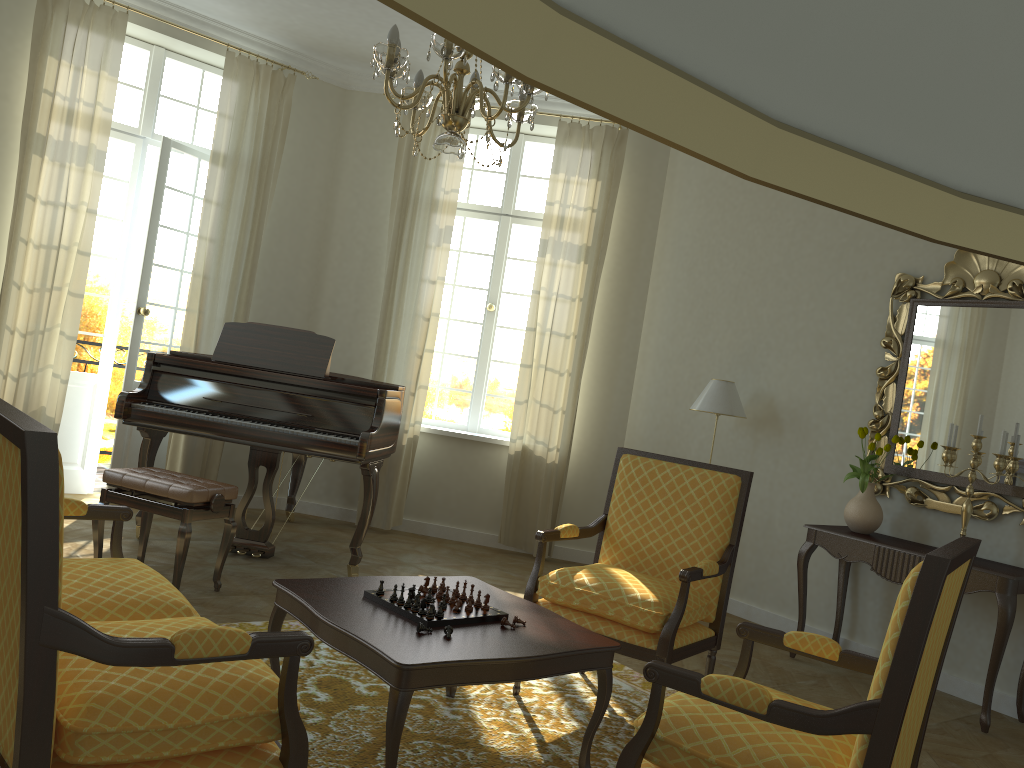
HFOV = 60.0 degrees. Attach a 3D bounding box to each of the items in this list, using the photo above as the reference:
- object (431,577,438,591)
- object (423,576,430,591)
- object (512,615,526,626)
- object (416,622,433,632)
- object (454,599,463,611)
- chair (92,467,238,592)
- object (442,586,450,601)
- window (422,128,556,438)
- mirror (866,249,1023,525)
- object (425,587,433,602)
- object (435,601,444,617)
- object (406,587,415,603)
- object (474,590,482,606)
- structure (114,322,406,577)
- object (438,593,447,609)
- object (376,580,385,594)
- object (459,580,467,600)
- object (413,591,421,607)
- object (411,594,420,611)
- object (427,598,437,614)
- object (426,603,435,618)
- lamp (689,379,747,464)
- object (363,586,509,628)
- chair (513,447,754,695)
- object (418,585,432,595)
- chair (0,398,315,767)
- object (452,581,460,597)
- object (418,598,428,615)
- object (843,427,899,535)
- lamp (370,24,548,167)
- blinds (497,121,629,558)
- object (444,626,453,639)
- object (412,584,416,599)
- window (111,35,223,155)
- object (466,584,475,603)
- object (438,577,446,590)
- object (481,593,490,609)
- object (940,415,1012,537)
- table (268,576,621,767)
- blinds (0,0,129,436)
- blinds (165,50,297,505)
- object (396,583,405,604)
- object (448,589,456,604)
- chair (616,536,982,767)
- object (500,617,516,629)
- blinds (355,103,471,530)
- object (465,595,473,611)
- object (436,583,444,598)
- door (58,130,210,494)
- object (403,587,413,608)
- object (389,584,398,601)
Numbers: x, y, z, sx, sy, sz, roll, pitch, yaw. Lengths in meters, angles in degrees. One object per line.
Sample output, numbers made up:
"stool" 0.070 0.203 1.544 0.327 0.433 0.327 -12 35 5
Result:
"object" -0.283 0.729 3.245 0.030 0.050 0.030 9 0 9
"object" -0.311 0.724 3.217 0.030 0.052 0.030 9 0 9
"object" 0.026 0.808 3.031 0.047 0.030 0.030 9 0 -1
"object" -0.271 0.760 2.770 0.052 0.030 0.030 9 0 -28
"object" -0.187 0.753 3.026 0.030 0.030 0.052 9 0 7
"chair" -1.794 0.754 4.571 0.638 0.563 0.385 9 0 21
"object" -0.229 0.738 3.131 0.030 0.050 0.030 9 0 9
"window" -0.135 -0.845 7.417 1.400 2.550 0.181 9 0 6
"mirror" 2.574 -0.069 4.967 0.082 1.612 1.117 9 0 -39
"object" -0.286 0.729 3.074 0.030 0.050 0.030 9 0 9
"object" -0.234 0.736 2.904 0.030 0.050 0.030 9 0 9
"object" -0.342 0.718 3.021 0.030 0.052 0.030 9 0 -21
"object" -0.117 0.753 3.128 0.030 0.055 0.030 9 0 9
"structure" -1.468 0.365 5.957 1.514 1.439 1.856 9 0 6
"object" -0.233 0.737 3.017 0.030 0.050 0.030 9 0 9
"object" -0.454 0.705 3.079 0.030 0.044 0.030 9 0 9
"object" -0.171 0.737 3.186 0.030 0.069 0.030 9 0 9
"object" -0.316 0.724 2.991 0.030 0.050 0.030 9 0 9
"object" -0.317 0.721 2.935 0.030 0.055 0.030 9 0 9
"object" -0.261 0.732 2.933 0.030 0.050 0.030 9 0 9
"object" -0.263 0.735 2.877 0.030 0.044 0.030 9 0 9
"lamp" 1.293 0.743 5.938 0.380 1.552 0.380 9 0 -44
"object" -0.264 0.767 3.075 0.360 0.021 0.360 9 0 -44
"chair" 0.521 0.850 3.811 0.730 1.083 0.671 9 0 36
"object" -0.309 0.734 3.158 0.052 0.030 0.030 9 0 13
"chair" -1.086 0.593 2.271 0.680 1.083 1.389 9 0 -39
"object" -0.199 0.740 3.215 0.030 0.055 0.030 9 0 9
"object" -0.290 0.726 2.906 0.030 0.052 0.030 9 0 9
"object" 2.045 0.554 5.102 0.242 0.609 0.264 9 0 -9
"lamp" -0.125 -1.603 3.369 0.662 1.466 0.661 9 0 21
"blinds" 0.376 -0.347 6.912 0.552 3.381 0.159 9 0 9
"object" -0.195 0.773 2.760 0.030 0.030 0.052 9 0 -11
"object" -0.342 0.720 3.074 0.030 0.050 0.030 9 0 9
"window" -2.703 -2.187 6.654 1.380 0.680 0.055 9 0 -39
"object" -0.144 0.744 3.157 0.030 0.064 0.030 9 0 9
"object" -0.255 0.737 3.273 0.030 0.044 0.030 9 0 9
"object" -0.090 0.758 3.099 0.030 0.052 0.030 9 0 9
"object" 2.409 0.535 4.658 0.320 0.757 0.320 9 0 32
"table" -0.273 1.026 3.049 0.922 0.494 0.932 9 0 -37
"blinds" -3.109 -0.895 5.900 0.552 3.386 0.159 9 0 -42
"blinds" -2.120 -0.742 6.639 0.554 3.386 0.162 9 0 -44
"object" -0.370 0.705 2.992 0.030 0.069 0.030 9 0 9
"object" -0.204 0.741 3.103 0.030 0.050 0.030 9 0 9
"chair" 0.707 0.876 2.259 0.671 1.083 0.730 9 0 33
"object" -0.011 0.802 2.980 0.052 0.030 0.030 9 0 18
"blinds" -0.850 -0.541 6.998 0.554 3.384 0.162 9 0 11
"object" -0.144 0.751 3.047 0.030 0.050 0.030 9 0 9
"object" -0.254 0.734 3.159 0.030 0.050 0.030 9 0 9
"door" -2.853 -0.485 6.507 1.385 2.690 0.425 9 0 -38
"object" -0.343 0.712 2.963 0.030 0.064 0.030 9 0 9
"object" -0.399 0.708 3.021 0.030 0.055 0.030 9 0 9
